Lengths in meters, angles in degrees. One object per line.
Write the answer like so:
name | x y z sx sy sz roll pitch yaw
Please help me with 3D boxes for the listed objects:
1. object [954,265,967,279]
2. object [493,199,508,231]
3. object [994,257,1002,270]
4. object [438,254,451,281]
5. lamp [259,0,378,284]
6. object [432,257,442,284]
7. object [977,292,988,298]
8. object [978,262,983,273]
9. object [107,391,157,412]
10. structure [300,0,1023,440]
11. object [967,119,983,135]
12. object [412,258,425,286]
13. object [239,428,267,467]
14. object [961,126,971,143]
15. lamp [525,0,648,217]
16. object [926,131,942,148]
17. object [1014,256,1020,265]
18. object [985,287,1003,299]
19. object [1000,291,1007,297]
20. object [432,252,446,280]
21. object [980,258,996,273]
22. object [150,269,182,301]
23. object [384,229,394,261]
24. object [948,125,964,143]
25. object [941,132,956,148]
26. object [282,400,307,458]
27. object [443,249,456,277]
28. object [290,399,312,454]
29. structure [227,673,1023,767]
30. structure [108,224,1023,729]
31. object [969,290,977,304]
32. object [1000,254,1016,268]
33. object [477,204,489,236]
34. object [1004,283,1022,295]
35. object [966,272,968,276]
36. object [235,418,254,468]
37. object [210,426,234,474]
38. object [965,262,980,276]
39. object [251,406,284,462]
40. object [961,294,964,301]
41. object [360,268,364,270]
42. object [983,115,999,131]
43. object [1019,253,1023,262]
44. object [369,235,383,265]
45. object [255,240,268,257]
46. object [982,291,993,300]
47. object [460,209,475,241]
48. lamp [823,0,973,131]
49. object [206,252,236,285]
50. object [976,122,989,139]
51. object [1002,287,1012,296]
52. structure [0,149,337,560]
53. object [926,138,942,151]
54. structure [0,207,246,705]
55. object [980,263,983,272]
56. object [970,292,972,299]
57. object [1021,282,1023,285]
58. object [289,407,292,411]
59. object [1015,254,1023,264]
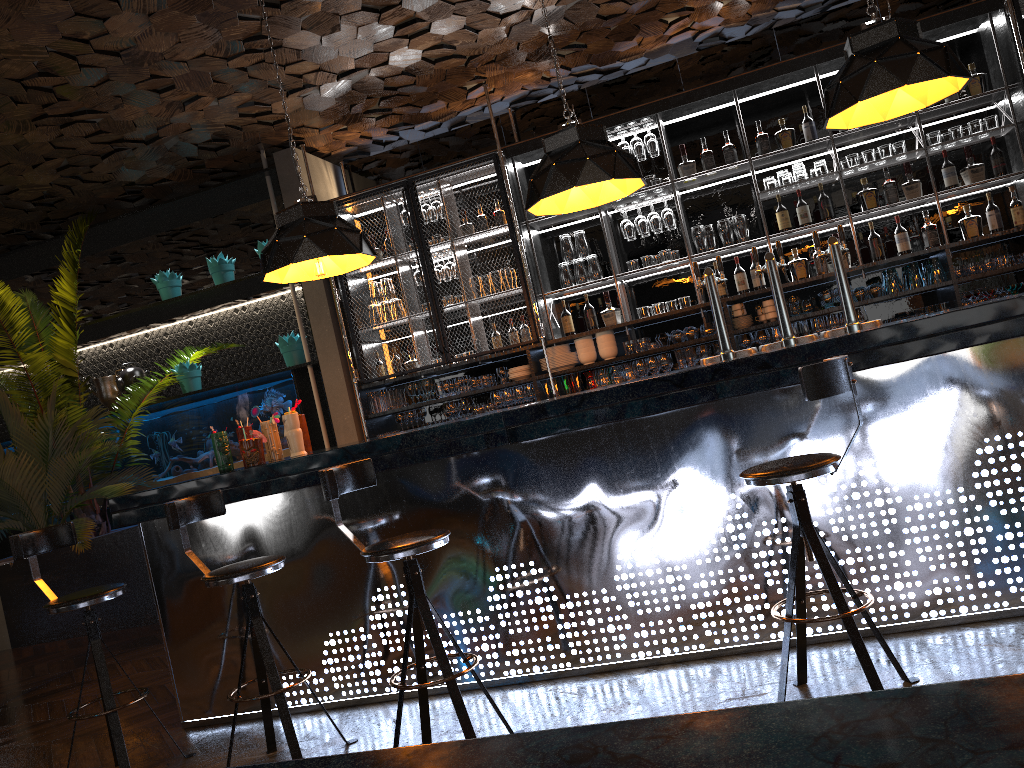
object | 3.022 -0.754 5.987 0.084 0.082 0.084 -13 -1 8
object | -0.101 -1.339 7.017 0.073 0.246 0.072 -13 -1 31
object | 3.309 -0.819 6.003 0.084 0.082 0.084 -13 -1 22
object | -0.546 -0.947 7.222 0.081 0.213 0.081 -13 -1 21
lamp | -1.149 -1.328 4.545 0.582 1.606 0.607 -13 -1 15
object | -0.627 -0.928 7.245 0.081 0.213 0.081 -13 -1 21
object | 3.318 -0.575 6.183 0.106 0.148 0.106 -13 -1 34
object | 3.238 -0.800 6.123 0.084 0.082 0.084 -13 -1 13
object | -3.405 0.170 7.971 0.320 0.135 0.250 -13 -1 16
structure | 1.857 -0.895 6.308 6.750 3.553 1.143 -13 -1 15
object | 3.155 -1.741 6.035 0.089 0.092 0.089 -12 -1 -35
object | -0.755 -0.901 7.132 0.081 0.213 0.081 -13 -1 21
object | -1.249 0.299 4.296 0.110 0.191 0.131 -13 -1 27
object | 3.167 -1.741 6.195 0.089 0.092 0.089 -13 -1 1
lamp | 0.187 -1.660 4.295 0.582 1.564 0.607 -13 -1 15
object | 2.913 -1.685 6.113 0.089 0.092 0.089 -13 -1 1
object | 3.492 -0.853 6.092 0.088 0.070 0.098 -13 -1 0
object | 3.256 -0.565 5.957 0.106 0.148 0.106 -13 -1 34
object | 3.425 -0.600 6.152 0.106 0.148 0.106 -12 -1 -35
object | -0.584 -0.941 7.084 0.081 0.213 0.081 -13 -1 21
object | 3.188 -0.793 5.935 0.084 0.082 0.084 -13 -1 33
object | -2.998 -0.845 7.745 0.265 0.325 0.245 -12 -1 -20
object | -1.005 -1.144 7.276 0.075 0.261 0.075 -12 -1 -26
object | 3.057 -1.718 6.102 0.089 0.092 0.089 -13 -1 15
object | 3.075 -1.719 6.247 0.089 0.092 0.089 -13 -1 1
object | -1.042 0.215 4.249 0.081 0.264 0.099 -13 -1 36
object | -0.499 -0.960 7.059 0.081 0.213 0.081 -13 -1 21
object | -1.059 0.214 4.386 0.091 0.277 0.080 -12 -1 -42
structure | -0.045 0.736 0.242 4.941 0.998 0.673 -13 -1 15
structure | 1.129 0.185 3.985 6.009 1.685 1.214 -13 -1 15
object | 3.181 -0.559 6.095 0.089 0.174 0.089 -12 -1 -24
object | 3.300 -0.819 5.903 0.084 0.082 0.084 -13 -1 -2
object | -0.237 -1.307 7.055 0.073 0.246 0.072 -13 -1 1
object | 3.366 -0.591 5.928 0.106 0.148 0.106 -13 -1 25
object | 3.130 -0.777 6.056 0.084 0.082 0.084 -13 -1 33
object | -1.336 0.294 4.471 0.078 0.246 0.084 -13 -1 14
object | -1.424 0.317 4.346 0.086 0.237 0.084 -13 -1 34
object | 3.097 -0.772 5.962 0.084 0.082 0.084 -13 -1 16
object | -1.238 0.246 4.527 0.105 0.298 0.116 -12 -1 -44
object | 3.094 -0.540 6.055 0.089 0.174 0.089 -12 -1 -24
object | -1.272 -1.082 7.377 0.075 0.260 0.075 -12 -1 -26
object | 3.251 -1.763 6.014 0.089 0.092 0.089 -13 -1 1
object | 3.436 -0.844 5.903 0.098 0.070 0.088 -12 -1 -39
object | -1.134 -1.105 7.297 0.108 0.244 0.108 -13 -1 4
object | -2.019 -1.070 7.468 0.265 0.325 0.245 -13 -1 9
object | 3.289 -0.571 6.069 0.106 0.148 0.106 -12 -1 -42
object | -0.366 -1.276 7.093 0.108 0.244 0.108 -13 -1 4
lamp | 1.467 -1.957 3.810 0.582 1.564 0.607 -13 -1 15
object | -2.473 -0.966 7.599 0.255 0.325 0.244 -14 -1 42
object | 3.273 -1.765 6.178 0.089 0.092 0.089 -12 -1 -35
object | 3.397 -0.596 6.040 0.106 0.148 0.106 -14 -1 44
structure | -3.468 0.244 8.003 4.269 3.734 0.705 -13 -1 15
object | 2.973 -1.697 6.241 0.089 0.092 0.089 -12 -1 -30
structure | -3.859 0.400 6.858 1.873 3.561 4.073 -13 -1 17
object | 3.232 -0.801 6.025 0.084 0.082 0.084 -14 -1 43
object | 3.220 -0.566 6.185 0.089 0.174 0.089 -12 -1 -24
object | 3.576 -0.637 6.101 0.107 0.152 0.107 -13 -1 21
object | -1.108 0.239 4.519 0.080 0.254 0.091 -13 -1 18
object | 3.463 -0.848 5.997 0.088 0.070 0.098 -13 -1 39
